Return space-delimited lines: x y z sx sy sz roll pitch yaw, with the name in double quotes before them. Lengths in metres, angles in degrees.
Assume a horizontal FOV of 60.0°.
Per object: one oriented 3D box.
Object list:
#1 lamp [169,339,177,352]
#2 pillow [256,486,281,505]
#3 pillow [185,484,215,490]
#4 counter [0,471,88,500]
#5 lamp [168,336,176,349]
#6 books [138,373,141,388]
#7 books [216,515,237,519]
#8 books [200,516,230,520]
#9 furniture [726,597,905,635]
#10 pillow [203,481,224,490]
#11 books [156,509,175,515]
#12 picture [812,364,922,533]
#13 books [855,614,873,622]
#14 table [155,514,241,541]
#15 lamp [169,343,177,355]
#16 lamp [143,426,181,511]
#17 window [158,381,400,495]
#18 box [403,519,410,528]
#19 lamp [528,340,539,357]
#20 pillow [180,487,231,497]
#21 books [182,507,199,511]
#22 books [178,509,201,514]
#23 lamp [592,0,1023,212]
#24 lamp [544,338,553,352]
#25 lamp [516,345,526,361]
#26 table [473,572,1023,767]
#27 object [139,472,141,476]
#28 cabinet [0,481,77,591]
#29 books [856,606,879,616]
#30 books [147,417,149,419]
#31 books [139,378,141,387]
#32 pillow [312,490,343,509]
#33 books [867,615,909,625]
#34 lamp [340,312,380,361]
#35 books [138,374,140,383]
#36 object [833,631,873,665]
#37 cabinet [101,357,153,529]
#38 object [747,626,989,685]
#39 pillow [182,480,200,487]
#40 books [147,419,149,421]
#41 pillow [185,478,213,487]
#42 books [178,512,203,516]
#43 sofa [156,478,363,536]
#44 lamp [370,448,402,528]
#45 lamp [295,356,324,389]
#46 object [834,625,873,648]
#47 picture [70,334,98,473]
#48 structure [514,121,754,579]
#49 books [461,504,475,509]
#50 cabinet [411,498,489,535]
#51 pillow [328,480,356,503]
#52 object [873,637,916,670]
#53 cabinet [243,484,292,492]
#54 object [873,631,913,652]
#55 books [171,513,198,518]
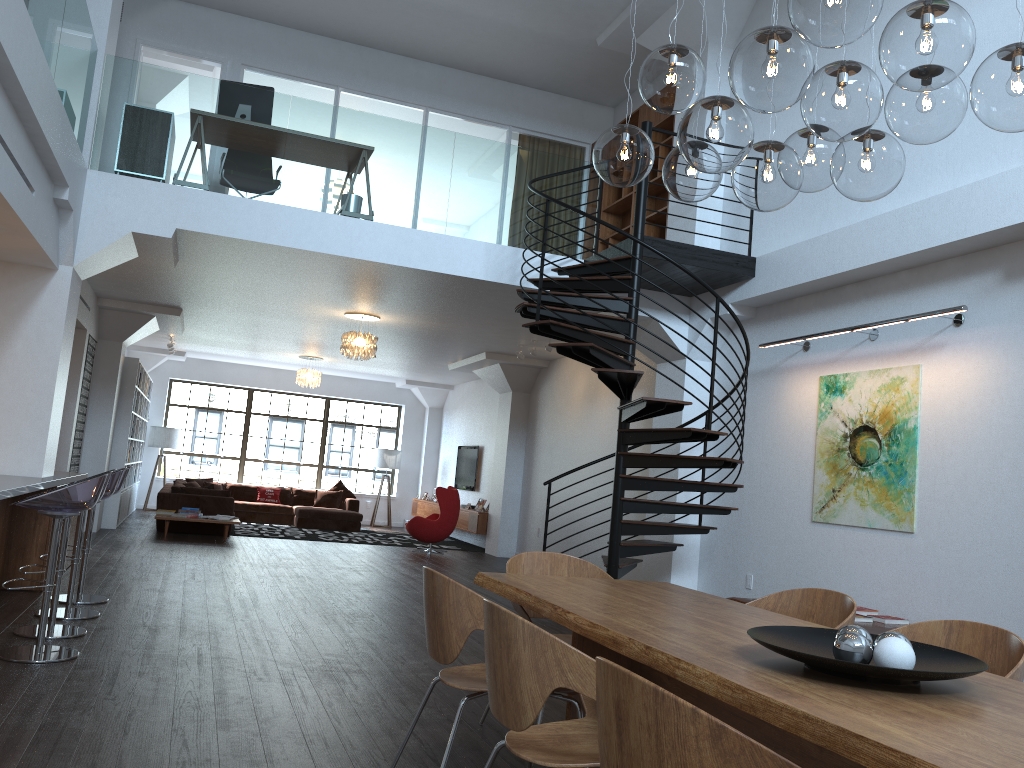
"lamp" -5.710 -0.640 14.873 0.111 0.211 0.120 2 -7 30
"pillow" -4.573 2.100 16.677 0.465 0.308 0.220 8 -7 -23
"pillow" -4.671 1.690 13.382 0.559 0.411 0.269 2 -7 27
"counter" -2.481 1.085 5.198 8.182 0.860 3.039 0 -8 41
"lamp" -5.540 -0.676 14.398 0.111 0.211 0.120 4 -6 15
"books" -5.731 -0.058 13.428 0.182 0.253 0.098 7 -7 -19
"books" -4.090 1.898 12.680 0.256 0.035 0.350 5 -6 6
"books" -4.119 1.854 12.306 0.342 0.040 0.231 3 -7 21
"furniture" 2.279 1.824 6.098 0.907 0.453 1.819 7 -7 -19
"pillow" -5.471 1.952 16.217 0.238 0.337 0.489 0 -8 40
"books" -4.846 1.797 12.426 0.241 0.045 0.334 7 -7 -18
"picture" 2.696 0.490 6.805 0.010 1.200 1.095 7 -7 -19
"books" 2.271 1.562 5.935 0.224 0.032 0.161 7 -7 -19
"table" -4.384 1.990 12.342 1.100 0.271 0.853 7 -7 -19
"lamp" -5.884 -0.602 15.360 0.111 0.211 0.120 -1 -9 45
"lamp" -6.682 1.611 16.844 0.545 1.579 0.545 9 -7 -30
"window" -4.672 1.155 18.247 4.648 1.905 0.114 7 -7 -19
"box" -2.103 2.919 18.440 0.228 0.165 0.368 7 -7 -19
"lamp" 0.290 -0.461 11.487 0.111 0.211 0.120 2 -7 30
"pillow" -4.550 1.717 13.140 0.750 0.364 0.289 7 -7 -20
"books" -4.563 1.777 12.594 0.224 0.027 0.157 7 -6 -14
"books" -4.571 1.808 12.591 0.279 0.035 0.191 6 -6 -9
"lamp" 1.039 -1.668 2.904 0.849 2.140 1.787 8 -7 -20
"lamp" 0.464 -0.499 11.000 0.111 0.211 0.120 -1 -9 45
"lamp" 0.121 -0.425 11.963 0.111 0.211 0.120 4 -6 15
"table" 0.891 1.132 2.299 1.012 0.750 3.803 7 -7 -19
"object" -7.038 1.653 16.381 0.331 0.088 0.410 7 -7 -19
"cabinet" -3.886 1.114 6.423 0.898 0.796 4.493 7 -7 -19
"books" 2.431 1.614 6.313 0.283 0.043 0.197 7 -7 -20
"books" -6.930 0.616 16.500 0.284 0.033 0.197 6 -6 -4
"books" -5.799 -0.047 13.604 0.182 0.255 0.077 7 -7 -19
"pillow" -3.515 2.189 16.922 0.542 0.362 0.248 5 -6 2
"books" 2.544 1.595 6.003 0.224 0.036 0.161 8 -7 -25
"lamp" -1.848 -0.561 10.779 0.441 0.539 0.442 3 -7 23
"books" -5.710 -0.086 13.327 0.197 0.290 0.136 7 -7 -19
"object" 0.896 0.701 2.331 0.100 0.100 0.100 2 -7 26
"cabinet" -6.381 0.963 14.521 0.461 2.414 4.500 7 -7 -19
"object" 0.925 0.728 2.347 0.592 0.066 0.592 2 -7 28
"pillow" -5.253 1.802 14.686 0.325 0.391 0.625 6 -6 -3
"books" -6.933 0.649 16.497 0.284 0.035 0.197 4 -6 11
"pillow" -5.681 1.918 16.247 0.334 0.418 0.580 -1 -9 44
"books" -4.568 1.843 12.585 0.312 0.037 0.216 9 -7 -29
"sofa" -4.143 2.117 15.120 3.481 0.664 4.197 7 -7 -19
"lamp" -2.603 2.127 18.153 0.545 1.579 0.545 6 -6 -8
"lamp" -3.549 -0.197 15.532 0.441 0.539 0.442 3 -7 23
"object" 0.934 0.709 2.423 0.100 0.100 0.100 2 -7 26
"picture" -5.416 0.593 11.120 0.021 2.380 0.800 7 -7 -19
"structure" 0.978 -0.113 7.474 1.998 4.352 1.998 1 -7 31
"books" -0.715 2.159 15.563 0.250 0.053 0.400 7 -7 -19
"cabinet" -1.095 2.404 16.302 0.459 0.350 4.501 7 -7 -19
"pillow" -3.370 2.144 17.153 0.651 0.587 0.335 10 -8 -40
"object" 0.978 0.699 2.269 0.100 0.100 0.100 2 -7 26
"cabinet" -4.601 2.366 17.600 1.520 0.625 0.350 7 -7 -19
"object" 1.016 0.710 2.363 0.100 0.100 0.100 2 -7 26
"books" -4.499 1.807 12.184 0.236 0.035 0.340 5 -6 6
